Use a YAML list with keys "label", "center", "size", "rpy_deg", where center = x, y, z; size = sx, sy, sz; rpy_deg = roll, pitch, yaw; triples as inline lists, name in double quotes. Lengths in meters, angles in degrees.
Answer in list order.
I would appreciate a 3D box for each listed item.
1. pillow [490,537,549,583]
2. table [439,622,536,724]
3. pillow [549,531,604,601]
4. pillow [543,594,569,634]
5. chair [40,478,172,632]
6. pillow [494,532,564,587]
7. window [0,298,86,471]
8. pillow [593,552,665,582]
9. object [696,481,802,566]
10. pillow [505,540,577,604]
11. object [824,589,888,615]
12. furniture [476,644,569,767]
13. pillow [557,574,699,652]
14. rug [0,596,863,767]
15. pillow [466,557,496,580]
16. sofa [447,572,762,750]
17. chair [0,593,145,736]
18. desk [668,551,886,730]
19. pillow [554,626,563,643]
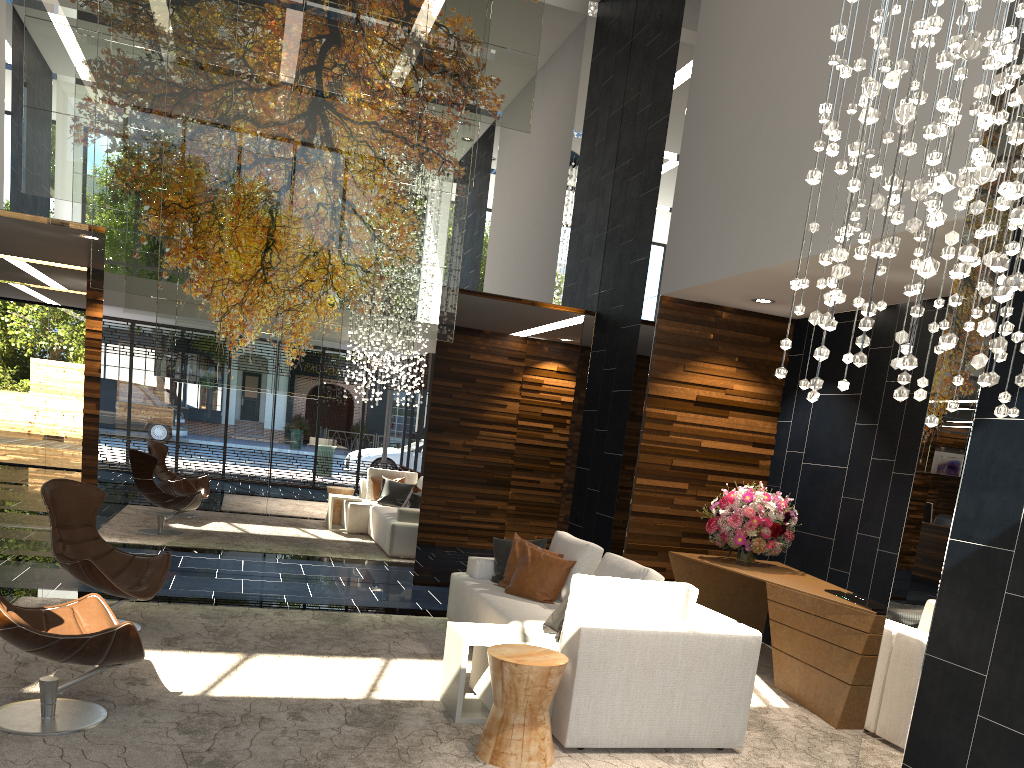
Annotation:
- label: "pillow"
  center: [0.046, 1.329, 6.521]
  size: [0.545, 0.425, 0.253]
  rpy_deg: [8, 6, 30]
- label: "table"
  center: [-0.143, 1.598, 4.781]
  size: [0.402, 0.477, 0.388]
  rpy_deg: [5, 5, -17]
- label: "pillow"
  center: [0.411, 1.336, 6.300]
  size: [0.249, 0.460, 0.702]
  rpy_deg: [4, 1, -17]
- label: "pillow"
  center: [0.416, 1.330, 5.168]
  size: [0.293, 0.373, 0.505]
  rpy_deg: [10, 3, 32]
- label: "chair"
  center: [-2.619, 1.104, 5.440]
  size: [0.784, 0.953, 0.662]
  rpy_deg: [8, 6, 10]
- label: "pillow"
  center: [0.131, 1.325, 6.325]
  size: [0.538, 0.441, 0.242]
  rpy_deg: [8, 6, 37]
- label: "window"
  center: [-8.544, 0.009, 15.001]
  size: [3.984, 2.913, 0.057]
  rpy_deg: [6, 9, -17]
- label: "pillow"
  center: [0.668, 1.324, 5.458]
  size: [0.292, 0.445, 0.702]
  rpy_deg: [5, 1, -16]
- label: "object"
  center: [1.903, 1.104, 6.854]
  size: [0.696, 0.693, 0.641]
  rpy_deg: [5, 4, -26]
- label: "pillow"
  center: [0.183, 1.343, 6.116]
  size: [0.508, 0.423, 0.268]
  rpy_deg: [9, 6, 43]
- label: "object"
  center: [2.291, 1.416, 5.584]
  size: [0.242, 0.027, 0.698]
  rpy_deg: [7, -3, -6]
- label: "furniture"
  center: [0.046, 1.558, 4.175]
  size: [0.389, 0.534, 0.387]
  rpy_deg: [8, 6, 18]
- label: "pillow"
  center: [0.623, 1.264, 4.631]
  size: [0.716, 0.471, 0.210]
  rpy_deg: [7, 7, -16]
- label: "rug"
  center: [-0.228, 1.872, 5.547]
  size: [5.942, 0.006, 3.141]
  rpy_deg: [8, -4, -18]
- label: "pillow"
  center: [-0.039, 1.459, 6.803]
  size: [0.628, 0.155, 0.234]
  rpy_deg: [8, 0, -23]
- label: "sofa"
  center: [0.268, 1.586, 5.696]
  size: [1.299, 0.695, 2.787]
  rpy_deg: [7, -2, -17]
- label: "chair"
  center: [-2.055, 1.079, 3.881]
  size: [0.659, 0.952, 0.789]
  rpy_deg: [11, 6, 40]
- label: "desk"
  center: [2.052, 1.817, 6.375]
  size: [0.997, 0.762, 2.193]
  rpy_deg: [6, -2, -17]
- label: "pillow"
  center: [0.478, 1.326, 5.000]
  size: [0.249, 0.424, 0.556]
  rpy_deg: [12, 5, 41]
